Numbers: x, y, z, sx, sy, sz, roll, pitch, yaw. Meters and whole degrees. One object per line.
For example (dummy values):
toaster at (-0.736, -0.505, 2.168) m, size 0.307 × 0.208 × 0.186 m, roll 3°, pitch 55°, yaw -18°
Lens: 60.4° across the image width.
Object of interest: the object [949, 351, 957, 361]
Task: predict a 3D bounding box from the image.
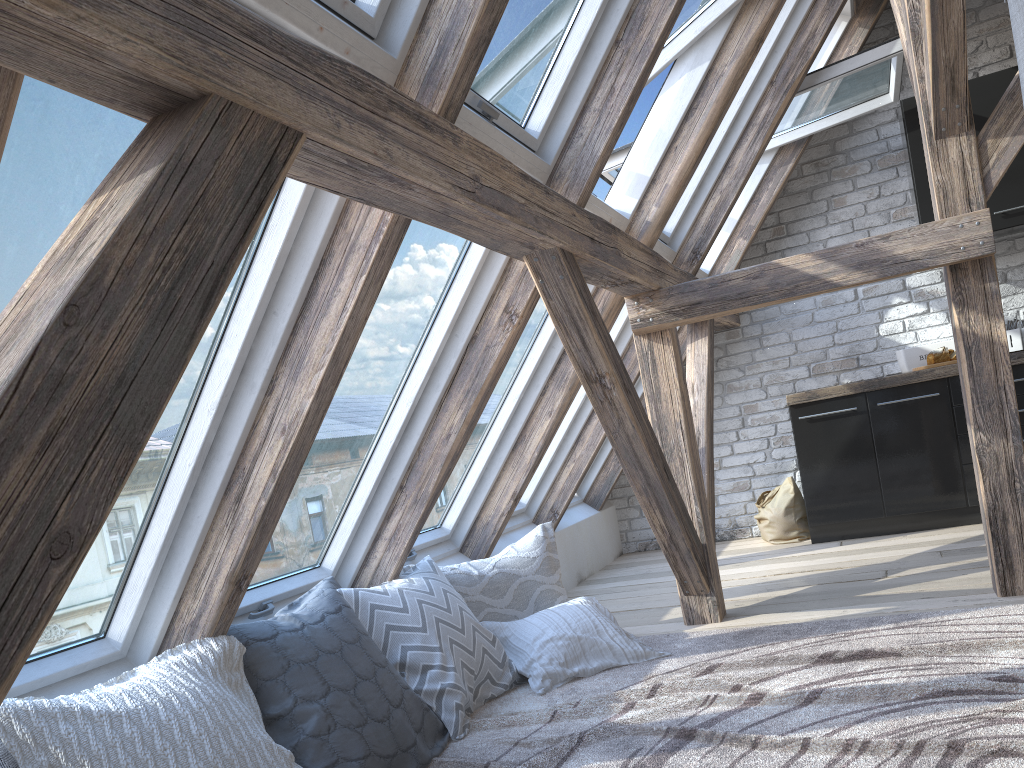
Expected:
object at (2.346, -0.151, 4.667) m, size 0.072 × 0.057 × 0.083 m, roll -10°, pitch -2°, yaw -2°

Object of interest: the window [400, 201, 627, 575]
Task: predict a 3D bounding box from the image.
window at (-0.100, 0.029, 3.334) m, size 1.105 × 1.280 × 0.847 m, roll -10°, pitch 0°, yaw 22°

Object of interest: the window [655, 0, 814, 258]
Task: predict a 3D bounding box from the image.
window at (0.937, -1.339, 3.737) m, size 1.105 × 1.280 × 0.847 m, roll -10°, pitch 0°, yaw 22°

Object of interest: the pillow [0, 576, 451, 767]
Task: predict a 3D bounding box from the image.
pillow at (-0.612, 0.837, 2.189) m, size 0.471 × 0.563 × 1.263 m, roll -10°, pitch -3°, yaw 23°

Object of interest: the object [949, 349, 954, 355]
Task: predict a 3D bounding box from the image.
object at (2.340, -0.150, 4.725) m, size 0.074 × 0.067 × 0.079 m, roll -10°, pitch -1°, yaw -6°

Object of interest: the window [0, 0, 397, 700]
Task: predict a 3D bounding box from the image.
window at (-0.789, 0.025, 1.641) m, size 1.105 × 1.280 × 0.847 m, roll -10°, pitch 0°, yaw 22°

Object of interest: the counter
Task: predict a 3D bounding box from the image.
counter at (3.125, 0.109, 3.658) m, size 3.843 × 0.854 × 2.226 m, roll -12°, pitch -4°, yaw 22°

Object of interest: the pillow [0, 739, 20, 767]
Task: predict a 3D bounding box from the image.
pillow at (-1.001, 0.874, 1.286) m, size 0.437 × 0.524 × 1.128 m, roll -10°, pitch -3°, yaw 14°

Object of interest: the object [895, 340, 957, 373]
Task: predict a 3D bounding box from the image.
object at (2.353, -0.162, 4.827) m, size 0.383 × 0.134 × 0.588 m, roll -11°, pitch -4°, yaw 10°

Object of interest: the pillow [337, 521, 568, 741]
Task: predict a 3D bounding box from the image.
pillow at (-0.155, 0.859, 3.185) m, size 0.505 × 0.534 × 1.145 m, roll -11°, pitch -3°, yaw 27°

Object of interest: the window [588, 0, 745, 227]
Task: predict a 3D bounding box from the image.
window at (0.548, -1.331, 2.909) m, size 1.417 × 1.280 × 0.847 m, roll -11°, pitch 0°, yaw 22°

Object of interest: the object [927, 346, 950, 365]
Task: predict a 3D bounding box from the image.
object at (2.262, -0.149, 4.677) m, size 0.090 × 0.087 × 0.086 m, roll -10°, pitch -1°, yaw -1°

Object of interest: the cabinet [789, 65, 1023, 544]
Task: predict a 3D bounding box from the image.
cabinet at (3.188, -0.748, 3.604) m, size 4.249 × 2.515 × 2.074 m, roll -11°, pitch -1°, yaw 23°

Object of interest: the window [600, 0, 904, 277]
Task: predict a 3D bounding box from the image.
window at (1.225, -1.325, 4.607) m, size 1.533 × 1.280 × 0.847 m, roll -11°, pitch 0°, yaw 22°

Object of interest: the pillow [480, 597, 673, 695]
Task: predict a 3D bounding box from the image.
pillow at (0.212, 0.933, 3.193) m, size 0.532 × 0.242 × 0.480 m, roll -9°, pitch -3°, yaw -26°

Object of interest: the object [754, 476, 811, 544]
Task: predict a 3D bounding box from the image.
object at (1.594, 0.747, 5.279) m, size 0.334 × 0.390 × 0.397 m, roll -10°, pitch -1°, yaw -42°

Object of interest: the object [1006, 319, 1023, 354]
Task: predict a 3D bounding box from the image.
object at (2.751, -0.266, 4.861) m, size 0.408 × 0.201 × 0.146 m, roll -12°, pitch 0°, yaw 24°

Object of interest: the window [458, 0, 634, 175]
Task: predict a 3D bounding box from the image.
window at (0.249, -1.343, 2.043) m, size 1.105 × 1.280 × 0.847 m, roll -10°, pitch 0°, yaw 22°

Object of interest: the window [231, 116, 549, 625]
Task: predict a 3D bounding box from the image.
window at (-0.445, 0.027, 2.487) m, size 1.105 × 1.280 × 0.847 m, roll -10°, pitch 0°, yaw 22°

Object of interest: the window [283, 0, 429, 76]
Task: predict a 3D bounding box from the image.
window at (-0.096, -1.345, 1.196) m, size 1.105 × 1.280 × 0.847 m, roll -10°, pitch 0°, yaw 22°

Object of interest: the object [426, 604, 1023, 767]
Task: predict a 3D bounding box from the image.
object at (0.317, 0.882, 1.838) m, size 2.205 × 0.056 × 3.165 m, roll -12°, pitch -5°, yaw 22°

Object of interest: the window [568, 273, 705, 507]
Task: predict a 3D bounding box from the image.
window at (0.588, 0.033, 5.027) m, size 1.105 × 1.280 × 0.847 m, roll -10°, pitch 0°, yaw 22°

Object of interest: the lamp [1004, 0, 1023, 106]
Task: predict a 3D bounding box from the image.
lamp at (1.116, -1.298, 1.697) m, size 0.403 × 1.901 × 0.402 m, roll -12°, pitch 3°, yaw -27°

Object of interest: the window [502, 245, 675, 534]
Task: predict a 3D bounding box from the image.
window at (0.244, 0.031, 4.181) m, size 1.105 × 1.280 × 0.847 m, roll -10°, pitch 0°, yaw 22°
